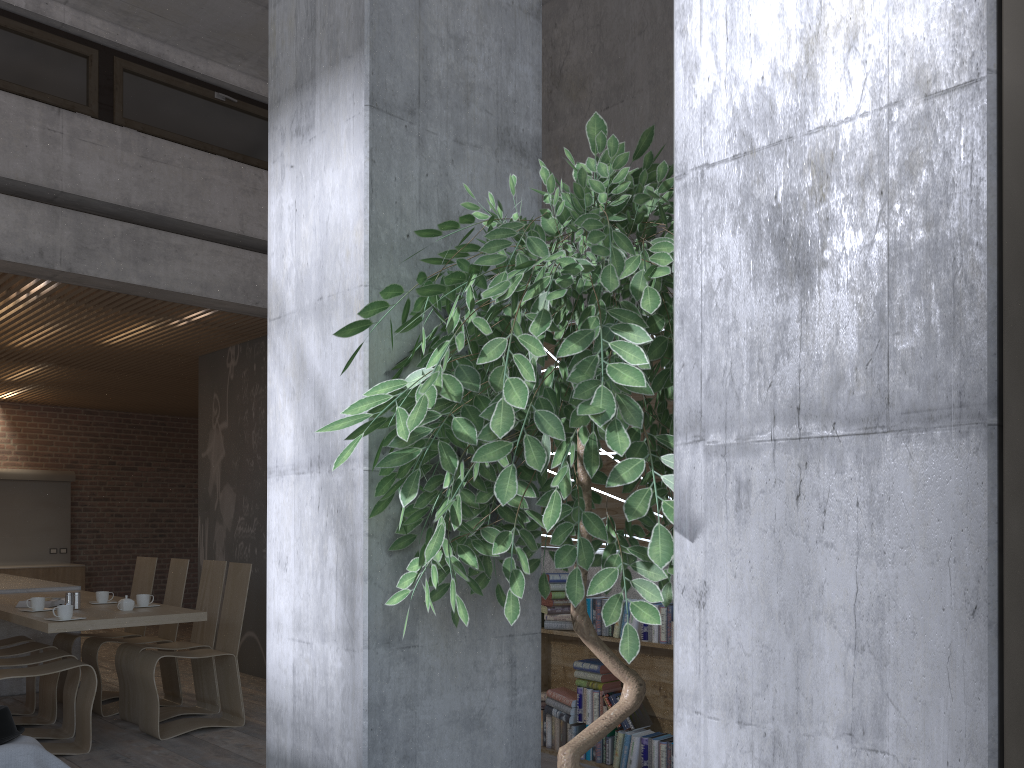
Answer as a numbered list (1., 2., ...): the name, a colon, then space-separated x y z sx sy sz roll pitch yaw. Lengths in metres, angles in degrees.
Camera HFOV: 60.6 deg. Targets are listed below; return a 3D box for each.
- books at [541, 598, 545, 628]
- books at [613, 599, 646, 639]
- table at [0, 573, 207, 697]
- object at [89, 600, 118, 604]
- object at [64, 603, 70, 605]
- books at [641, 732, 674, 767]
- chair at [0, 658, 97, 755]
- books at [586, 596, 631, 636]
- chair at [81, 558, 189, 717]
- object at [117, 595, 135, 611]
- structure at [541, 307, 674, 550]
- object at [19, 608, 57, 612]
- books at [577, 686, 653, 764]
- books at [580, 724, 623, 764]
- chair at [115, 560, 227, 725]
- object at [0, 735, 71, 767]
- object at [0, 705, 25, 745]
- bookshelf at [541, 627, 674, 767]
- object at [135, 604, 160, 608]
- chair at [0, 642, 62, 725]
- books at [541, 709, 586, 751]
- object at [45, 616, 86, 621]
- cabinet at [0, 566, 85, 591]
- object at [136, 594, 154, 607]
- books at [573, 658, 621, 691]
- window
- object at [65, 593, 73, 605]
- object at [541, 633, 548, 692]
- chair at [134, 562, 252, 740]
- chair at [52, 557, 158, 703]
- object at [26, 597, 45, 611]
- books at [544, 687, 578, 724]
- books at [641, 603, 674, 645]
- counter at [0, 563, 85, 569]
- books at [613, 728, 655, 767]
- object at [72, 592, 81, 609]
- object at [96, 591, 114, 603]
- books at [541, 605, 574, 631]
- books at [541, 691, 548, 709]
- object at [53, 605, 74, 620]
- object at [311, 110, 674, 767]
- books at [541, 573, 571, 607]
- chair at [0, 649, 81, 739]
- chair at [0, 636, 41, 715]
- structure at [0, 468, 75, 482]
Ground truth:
1. books: 0.073 1.534 6.002 0.215 0.218 0.493 4 -8 -43
2. books: 0.736 1.414 5.276 0.190 0.227 0.200 4 -6 -44
3. table: -4.241 2.221 7.533 1.016 0.915 5.219 5 -10 -43
4. object: -3.089 1.653 6.625 0.186 0.014 0.187 5 -10 -30
5. object: -3.092 1.545 6.108 0.051 0.045 0.051 3 -6 -25
6. books: 0.968 2.169 5.067 0.205 0.219 0.420 4 -8 -43
7. chair: -3.079 1.781 5.592 0.724 1.188 0.350 2 -2 -40
8. books: 0.568 1.444 5.467 0.280 0.219 0.210 -6 -7 45
9. chair: -3.021 2.010 7.049 0.724 1.188 0.349 3 -3 -44
10. object: -2.681 1.525 6.096 0.089 0.111 0.123 -3 -6 37
11. structure: -0.146 0.404 6.269 0.359 1.523 3.432 1 -6 -44
12. object: -3.280 1.565 6.066 0.186 0.014 0.187 -6 -10 32
13. books: 0.625 2.114 5.419 0.215 0.446 0.454 2 -5 -44
14. books: 0.551 2.228 5.480 0.215 0.219 0.228 4 -6 -43
15. chair: -2.612 1.962 6.739 0.349 1.188 0.724 -1 -3 42
16. object: -2.597 1.855 4.022 1.600 0.499 1.054 4 -8 -25
17. object: -2.464 1.606 4.130 0.303 0.168 0.300 -5 -8 34
18. bookshelf: 0.338 2.006 5.777 0.304 0.797 5.354 1 -7 -44
19. object: -2.674 1.613 6.368 0.186 0.014 0.186 8 -12 -40
20. chair: -3.721 1.904 6.379 0.349 1.188 0.724 -1 -3 43
21. books: 0.312 2.267 5.775 0.243 0.236 0.497 5 -8 -43
22. object: -2.808 1.479 5.512 0.186 0.014 0.187 -6 -10 32
23. cabinet: -8.016 2.093 11.662 4.137 2.058 1.079 7 -6 -43
24. object: -2.676 1.575 6.377 0.093 0.087 0.118 -1 -6 11
25. books: 0.539 1.833 5.532 0.190 0.160 0.240 5 -8 -43
26. window: -4.737 -2.444 4.774 8.483 0.604 0.113 9 -6 -43
27. object: -3.115 1.523 6.167 0.052 0.109 0.053 0 -2 1
28. object: 0.103 2.082 6.040 0.273 0.755 0.152 1 -1 -44
29. chair: -2.297 1.900 6.339 0.724 1.188 0.349 3 -3 -44
30. chair: -3.414 2.060 7.373 0.349 1.188 0.724 -1 -3 40
31. object: -3.280 1.521 6.053 0.093 0.087 0.118 0 -6 0
32. books: 0.346 2.063 5.629 0.155 0.191 0.245 4 -7 -43
33. books: 0.991 1.383 5.042 0.215 0.218 0.493 4 -8 -43
34. counter: -7.870 2.438 11.507 4.100 0.020 0.657 9 -12 -43
35. books: 0.735 2.196 5.271 0.190 0.227 0.200 4 -6 -44
36. object: -3.057 1.520 6.156 0.052 0.111 0.053 0 -2 1
37. object: -3.089 1.615 6.634 0.093 0.087 0.118 -2 -6 20
38. books: 0.326 1.512 5.686 0.284 0.149 0.224 0 -6 4
39. books: 0.225 2.107 5.843 0.192 0.139 0.236 6 -9 -42
40. object: -2.808 1.434 5.499 0.093 0.087 0.118 0 -6 0
41. object: 0.212 0.477 1.671 1.000 1.853 0.973 0 -2 12
42. books: 0.315 1.334 5.691 0.246 0.209 0.191 2 -5 -22
43. chair: -3.383 1.845 6.002 0.724 1.188 0.350 2 -2 -39
44. chair: -4.066 1.962 6.750 0.724 1.188 0.350 2 -2 -39
45. structure: -8.022 1.158 11.676 4.100 0.156 0.209 9 -10 -43
